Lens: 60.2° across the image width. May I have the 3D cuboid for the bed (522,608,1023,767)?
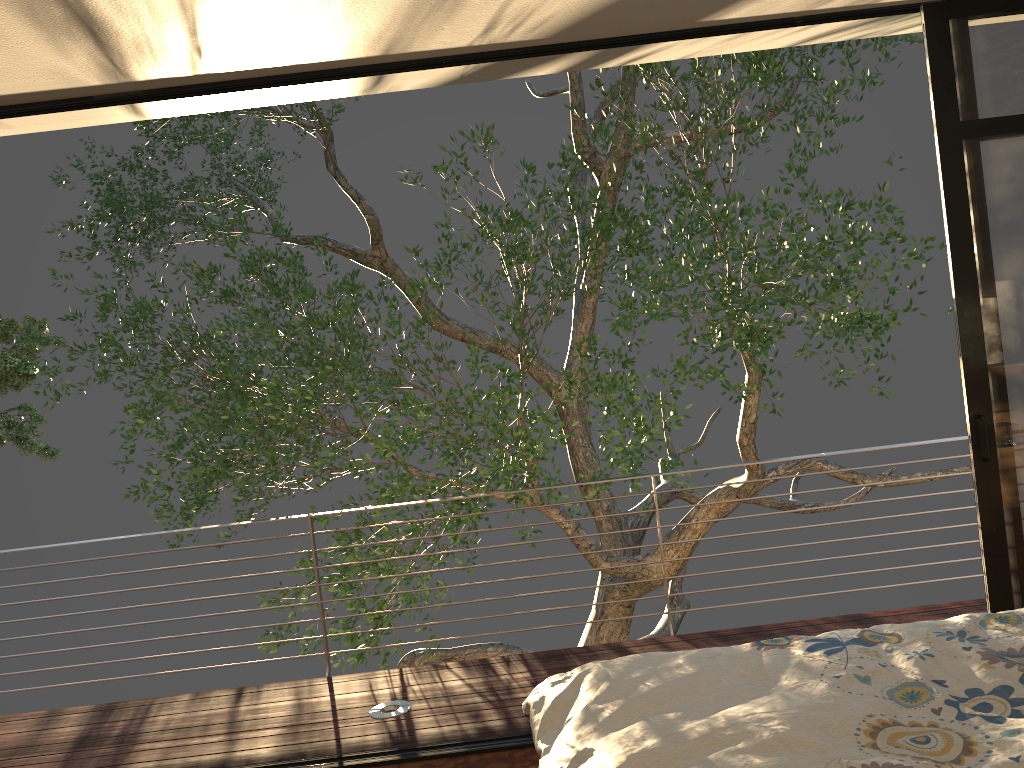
[{"bbox_3d":[0.881,0.892,1.447,1.827,0.712,2.156,-7,1,2],"label":"bed"}]
